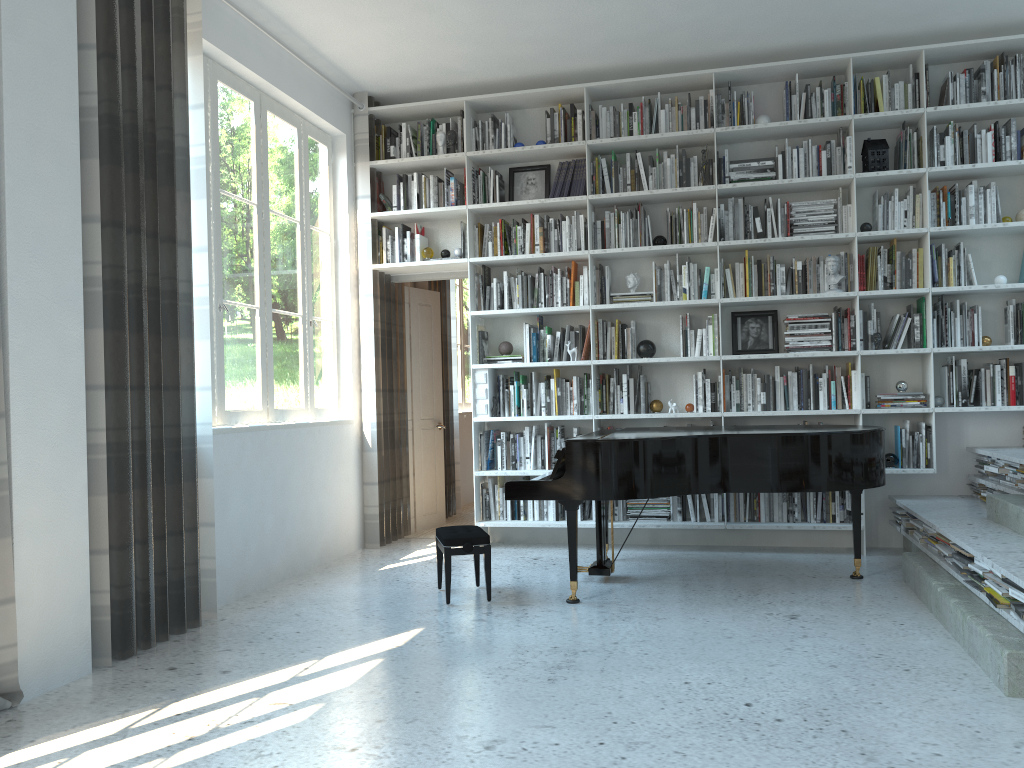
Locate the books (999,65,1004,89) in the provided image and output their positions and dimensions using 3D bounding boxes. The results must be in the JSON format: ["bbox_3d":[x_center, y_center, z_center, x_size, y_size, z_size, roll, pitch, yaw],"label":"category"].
[{"bbox_3d":[3.026,-1.826,5.509,0.008,0.251,0.170,-2,-1,14],"label":"books"}]

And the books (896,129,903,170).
[{"bbox_3d":[2.455,-1.453,5.630,0.021,0.272,0.190,-2,-1,14],"label":"books"}]

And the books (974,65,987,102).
[{"bbox_3d":[2.912,-1.826,5.521,0.028,0.258,0.185,-2,-1,14],"label":"books"}]

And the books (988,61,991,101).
[{"bbox_3d":[2.965,-1.846,5.544,0.017,0.295,0.139,-2,0,14],"label":"books"}]

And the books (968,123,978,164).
[{"bbox_3d":[2.888,-1.471,5.558,0.013,0.284,0.154,-2,0,14],"label":"books"}]

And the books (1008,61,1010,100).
[{"bbox_3d":[3.065,-1.842,5.509,0.012,0.280,0.144,-2,0,14],"label":"books"}]

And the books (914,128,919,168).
[{"bbox_3d":[2.569,-1.466,5.639,0.005,0.292,0.130,-2,0,14],"label":"books"}]

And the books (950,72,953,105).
[{"bbox_3d":[2.748,-1.814,5.584,0.011,0.244,0.172,-2,-1,14],"label":"books"}]

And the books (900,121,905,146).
[{"bbox_3d":[2.485,-1.487,5.652,0.025,0.339,0.143,-2,0,14],"label":"books"}]

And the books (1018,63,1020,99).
[{"bbox_3d":[3.115,-1.832,5.490,0.014,0.258,0.149,-2,-1,14],"label":"books"}]

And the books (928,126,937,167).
[{"bbox_3d":[2.657,-1.464,5.598,0.012,0.285,0.159,-2,-1,14],"label":"books"}]

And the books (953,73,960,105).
[{"bbox_3d":[2.777,-1.808,5.563,0.013,0.229,0.174,-2,-1,14],"label":"books"}]

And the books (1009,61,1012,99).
[{"bbox_3d":[3.074,-1.839,5.503,0.008,0.275,0.163,-2,-1,14],"label":"books"}]

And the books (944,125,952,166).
[{"bbox_3d":[2.742,-1.466,5.583,0.011,0.283,0.173,-2,-1,14],"label":"books"}]

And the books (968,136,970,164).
[{"bbox_3d":[2.849,-1.435,5.567,0.014,0.215,0.132,-2,-1,14],"label":"books"}]

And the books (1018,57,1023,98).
[{"bbox_3d":[3.130,-1.853,5.492,0.019,0.299,0.137,-2,0,14],"label":"books"}]

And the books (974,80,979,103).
[{"bbox_3d":[2.894,-1.791,5.568,0.031,0.190,0.132,-2,-1,14],"label":"books"}]

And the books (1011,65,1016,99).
[{"bbox_3d":[3.089,-1.828,5.499,0.024,0.252,0.149,-2,-1,14],"label":"books"}]

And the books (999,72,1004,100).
[{"bbox_3d":[3.010,-1.801,5.497,0.018,0.201,0.188,-2,-1,14],"label":"books"}]

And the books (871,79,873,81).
[{"bbox_3d":[2.315,-1.810,5.709,0.007,0.264,0.133,-2,0,14],"label":"books"}]

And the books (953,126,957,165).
[{"bbox_3d":[2.765,-1.459,5.571,0.010,0.268,0.166,-2,-1,14],"label":"books"}]

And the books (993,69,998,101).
[{"bbox_3d":[2.989,-1.815,5.513,0.018,0.231,0.160,-2,-1,14],"label":"books"}]

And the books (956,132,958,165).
[{"bbox_3d":[2.778,-1.443,5.577,0.012,0.235,0.165,-2,-1,14],"label":"books"}]

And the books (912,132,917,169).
[{"bbox_3d":[2.538,-1.444,5.611,0.013,0.248,0.186,-2,-1,14],"label":"books"}]

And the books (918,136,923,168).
[{"bbox_3d":[2.568,-1.428,5.604,0.008,0.214,0.223,-2,-1,14],"label":"books"}]

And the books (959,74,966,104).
[{"bbox_3d":[2.810,-1.807,5.569,0.028,0.226,0.163,-2,-1,14],"label":"books"}]

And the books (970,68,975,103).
[{"bbox_3d":[2.863,-1.824,5.557,0.021,0.256,0.169,-2,-1,14],"label":"books"}]

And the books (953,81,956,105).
[{"bbox_3d":[2.770,-1.784,5.578,0.009,0.183,0.160,-2,-1,14],"label":"books"}]

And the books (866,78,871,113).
[{"bbox_3d":[2.289,-1.809,5.698,0.008,0.262,0.142,-2,0,14],"label":"books"}]

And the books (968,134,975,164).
[{"bbox_3d":[2.870,-1.440,5.566,0.028,0.223,0.142,-2,-1,14],"label":"books"}]

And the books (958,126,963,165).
[{"bbox_3d":[2.810,-1.464,5.582,0.012,0.276,0.133,-2,0,14],"label":"books"}]

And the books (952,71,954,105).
[{"bbox_3d":[2.761,-1.820,5.590,0.012,0.255,0.133,-2,0,14],"label":"books"}]

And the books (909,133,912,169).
[{"bbox_3d":[2.519,-1.447,5.630,0.005,0.255,0.158,-2,-1,14],"label":"books"}]

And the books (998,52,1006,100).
[{"bbox_3d":[3.032,-1.865,5.506,0.007,0.329,0.183,-2,-1,14],"label":"books"}]

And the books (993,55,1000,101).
[{"bbox_3d":[3.001,-1.856,5.516,0.006,0.312,0.179,-2,-1,14],"label":"books"}]

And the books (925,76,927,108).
[{"bbox_3d":[2.591,-1.802,5.611,0.033,0.229,0.175,-2,-1,14],"label":"books"}]

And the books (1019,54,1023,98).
[{"bbox_3d":[3.147,-1.864,5.505,0.008,0.321,0.133,-2,0,14],"label":"books"}]

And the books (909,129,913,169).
[{"bbox_3d":[2.534,-1.463,5.655,0.013,0.289,0.131,-2,0,14],"label":"books"}]

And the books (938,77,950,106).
[{"bbox_3d":[2.709,-1.793,5.578,0.046,0.206,0.183,-2,-1,14],"label":"books"}]

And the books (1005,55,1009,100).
[{"bbox_3d":[3.039,-1.851,5.488,0.015,0.299,0.183,-2,-1,14],"label":"books"}]

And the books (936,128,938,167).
[{"bbox_3d":[2.673,-1.462,5.614,0.011,0.280,0.133,-2,0,14],"label":"books"}]

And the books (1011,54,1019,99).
[{"bbox_3d":[3.102,-1.856,5.487,0.008,0.307,0.182,-2,-1,14],"label":"books"}]

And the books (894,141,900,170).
[{"bbox_3d":[2.456,-1.424,5.663,0.019,0.214,0.156,-2,-1,14],"label":"books"}]

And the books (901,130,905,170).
[{"bbox_3d":[2.474,-1.453,5.639,0.022,0.272,0.181,-2,-1,14],"label":"books"}]

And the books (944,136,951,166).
[{"bbox_3d":[2.721,-1.428,5.572,0.026,0.208,0.181,-2,-1,14],"label":"books"}]

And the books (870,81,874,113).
[{"bbox_3d":[2.296,-1.795,5.678,0.015,0.233,0.171,-2,-1,14],"label":"books"}]

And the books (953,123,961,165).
[{"bbox_3d":[2.793,-1.474,5.580,0.021,0.296,0.138,-2,0,14],"label":"books"}]

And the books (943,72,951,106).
[{"bbox_3d":[2.736,-1.814,5.578,0.009,0.244,0.173,-2,-1,14],"label":"books"}]

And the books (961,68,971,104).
[{"bbox_3d":[2.838,-1.822,5.561,0.030,0.255,0.161,-2,-1,14],"label":"books"}]

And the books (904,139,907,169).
[{"bbox_3d":[2.491,-1.426,5.650,0.024,0.217,0.169,-2,-1,14],"label":"books"}]

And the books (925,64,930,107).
[{"bbox_3d":[2.608,-1.840,5.599,0.019,0.304,0.176,-2,-1,14],"label":"books"}]

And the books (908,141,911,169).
[{"bbox_3d":[2.514,-1.424,5.642,0.013,0.210,0.140,-2,-1,14],"label":"books"}]

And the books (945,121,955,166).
[{"bbox_3d":[2.753,-1.478,5.575,0.014,0.307,0.152,-2,0,14],"label":"books"}]

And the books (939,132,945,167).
[{"bbox_3d":[2.700,-1.445,5.595,0.026,0.243,0.148,-2,-1,14],"label":"books"}]

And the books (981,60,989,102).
[{"bbox_3d":[2.942,-1.844,5.537,0.024,0.292,0.167,-2,-1,14],"label":"books"}]

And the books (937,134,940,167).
[{"bbox_3d":[2.683,-1.442,5.606,0.012,0.239,0.138,-2,-1,14],"label":"books"}]

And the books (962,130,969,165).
[{"bbox_3d":[2.824,-1.448,5.554,0.027,0.241,0.160,-2,-1,14],"label":"books"}]

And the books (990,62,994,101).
[{"bbox_3d":[2.980,-1.841,5.535,0.007,0.285,0.159,-2,-1,14],"label":"books"}]

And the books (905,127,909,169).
[{"bbox_3d":[2.495,-1.462,5.627,0.021,0.288,0.179,-2,-1,14],"label":"books"}]
